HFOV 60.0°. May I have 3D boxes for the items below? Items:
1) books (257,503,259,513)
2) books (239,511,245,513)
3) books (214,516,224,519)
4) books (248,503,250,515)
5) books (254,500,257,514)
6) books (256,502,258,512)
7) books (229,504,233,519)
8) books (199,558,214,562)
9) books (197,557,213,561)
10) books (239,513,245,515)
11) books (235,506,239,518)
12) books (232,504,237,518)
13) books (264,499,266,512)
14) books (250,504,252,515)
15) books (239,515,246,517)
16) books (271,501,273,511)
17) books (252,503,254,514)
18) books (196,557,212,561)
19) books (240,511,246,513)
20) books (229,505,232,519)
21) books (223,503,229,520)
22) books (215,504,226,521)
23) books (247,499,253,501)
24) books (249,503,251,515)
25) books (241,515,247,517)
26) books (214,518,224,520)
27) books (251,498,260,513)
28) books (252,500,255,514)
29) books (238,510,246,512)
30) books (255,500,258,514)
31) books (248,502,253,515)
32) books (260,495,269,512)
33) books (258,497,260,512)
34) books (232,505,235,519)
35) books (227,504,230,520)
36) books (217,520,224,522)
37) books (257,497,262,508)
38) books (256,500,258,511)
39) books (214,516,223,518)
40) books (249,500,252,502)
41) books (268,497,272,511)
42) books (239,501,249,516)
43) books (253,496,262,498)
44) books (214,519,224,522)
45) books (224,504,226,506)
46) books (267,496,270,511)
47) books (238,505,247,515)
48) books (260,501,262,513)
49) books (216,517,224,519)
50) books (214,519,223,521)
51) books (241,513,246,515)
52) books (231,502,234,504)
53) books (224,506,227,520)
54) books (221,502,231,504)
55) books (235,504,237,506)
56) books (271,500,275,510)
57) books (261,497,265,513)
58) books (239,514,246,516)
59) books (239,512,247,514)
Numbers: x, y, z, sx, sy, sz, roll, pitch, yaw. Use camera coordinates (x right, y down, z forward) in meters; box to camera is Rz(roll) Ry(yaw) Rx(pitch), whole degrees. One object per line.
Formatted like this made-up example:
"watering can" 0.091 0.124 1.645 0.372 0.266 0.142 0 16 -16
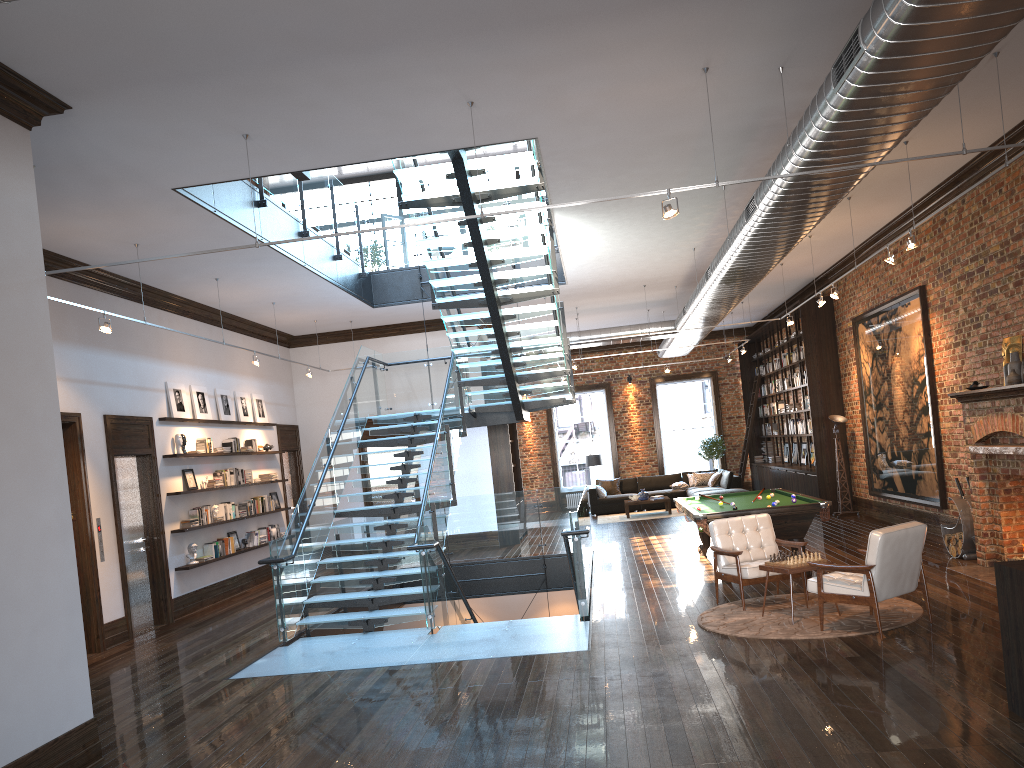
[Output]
"books" -4.230 2.015 14.497 0.156 0.218 0.013 -6 1 6
"books" -4.275 2.001 13.864 0.142 0.011 0.256 -6 -4 3
"books" -4.357 1.967 13.025 0.141 0.011 0.286 -6 -4 7
"books" -4.250 1.992 14.084 0.154 0.207 0.010 -6 1 6
"books" -4.220 1.998 14.390 0.136 0.235 0.014 -6 1 6
"books" -4.224 2.009 14.465 0.133 0.225 0.015 -6 1 6
"books" -4.307 1.932 13.397 0.170 0.234 0.012 -6 1 6
"books" -4.348 2.490 12.540 0.141 0.011 0.287 -7 -4 8
"books" -4.353 2.480 12.541 0.142 0.011 0.255 -6 -4 6
"books" -4.270 2.033 13.864 0.142 0.011 0.257 -6 -4 2
"books" -4.285 1.975 13.667 0.138 0.184 0.053 -6 0 6
"books" -4.307 1.954 13.615 0.142 0.224 0.012 -6 1 6
"books" -4.168 2.028 14.716 0.166 0.214 0.027 -6 0 6
"books" -4.236 2.009 14.132 0.157 0.177 0.029 -6 0 6
"books" -4.268 2.065 13.865 0.142 0.011 0.256 -6 -4 3
"books" -4.137 2.068 14.989 0.169 0.169 0.017 -6 0 6
"books" -4.235 2.020 14.308 0.129 0.182 0.012 -6 1 6
"books" -4.350 2.469 12.540 0.142 0.011 0.256 -6 -4 3
"books" -4.270 2.011 13.864 0.141 0.011 0.288 -6 -4 1
"books" -4.317 1.940 13.379 0.150 0.218 0.028 -6 0 6
"books" -4.326 1.916 13.276 0.148 0.253 0.012 -6 1 6
"books" -4.338 1.910 13.178 0.141 0.252 0.012 -6 1 6
"books" -4.237 1.993 14.372 0.095 0.246 0.025 -6 0 6
"books" -4.238 1.997 14.103 0.164 0.198 0.029 -6 0 6
"books" -4.267 2.076 13.865 0.142 0.011 0.256 -7 -4 8
"books" -4.349 1.988 13.024 0.142 0.011 0.257 -6 -4 1
"books" -4.205 1.995 14.525 0.128 0.259 0.035 -6 0 6
"books" -4.229 1.998 14.347 0.115 0.229 0.025 -6 0 6
"books" -4.274 1.990 13.864 0.142 0.011 0.256 -7 -4 9
"books" -4.224 2.008 14.449 0.142 0.224 0.014 -6 1 6
"books" -4.227 1.990 14.151 0.164 0.216 0.012 -6 1 6
"books" -4.166 2.006 14.872 0.145 0.281 0.006 -6 1 6
"books" -4.199 1.996 14.550 0.128 0.259 0.035 -6 0 6
"books" -4.299 1.957 13.516 0.158 0.201 0.060 -6 0 6
"books" -4.326 1.927 13.335 0.153 0.239 0.010 -6 1 6
"books" -4.351 2.021 13.025 0.141 0.011 0.287 -6 -4 4
"books" -4.197 1.999 14.599 0.144 0.260 0.019 -6 1 6
"books" -4.221 2.015 14.481 0.128 0.216 0.014 -6 1 6
"books" -4.354 1.956 13.024 0.141 0.011 0.288 -6 -4 2
"books" -4.243 1.994 14.296 0.119 0.232 0.014 -6 1 6
"books" -4.147 2.027 14.946 0.169 0.246 0.013 -6 1 6
"books" -4.256 1.981 14.073 0.143 0.228 0.014 -6 1 6
"books" -4.194 1.998 14.676 0.149 0.273 0.021 -6 1 6
"books" -4.356 2.011 13.025 0.142 0.011 0.254 -6 -4 5
"books" -4.337 1.924 13.260 0.133 0.236 0.022 -6 0 6
"books" -4.165 2.022 14.903 0.169 0.254 0.035 -6 0 6
"books" -4.264 2.006 14.042 0.129 0.176 0.050 -6 0 6
"books" -4.198 2.026 14.583 0.159 0.205 0.015 -6 1 6
"books" -4.354 1.978 13.025 0.142 0.011 0.256 -6 -4 3
"books" -4.350 1.999 13.025 0.142 0.011 0.257 -6 -4 2
"books" -4.271 2.044 13.865 0.142 0.011 0.256 -6 -4 3
"books" -4.315 1.943 13.627 0.124 0.249 0.010 -6 1 6
"books" -4.329 1.928 13.209 0.154 0.218 0.030 -6 0 6
"books" -4.315 1.918 13.410 0.157 0.266 0.011 -6 1 6
"books" -4.295 1.963 13.687 0.143 0.214 0.042 -6 0 6
"books" -4.132 2.070 15.113 0.156 0.186 0.051 -6 0 6
"books" -4.178 2.002 14.662 0.161 0.259 0.019 -6 1 6
"books" -4.268 2.054 13.865 0.142 0.011 0.257 -6 -4 2
"books" -4.275 2.022 13.865 0.141 0.011 0.286 -6 -4 7
